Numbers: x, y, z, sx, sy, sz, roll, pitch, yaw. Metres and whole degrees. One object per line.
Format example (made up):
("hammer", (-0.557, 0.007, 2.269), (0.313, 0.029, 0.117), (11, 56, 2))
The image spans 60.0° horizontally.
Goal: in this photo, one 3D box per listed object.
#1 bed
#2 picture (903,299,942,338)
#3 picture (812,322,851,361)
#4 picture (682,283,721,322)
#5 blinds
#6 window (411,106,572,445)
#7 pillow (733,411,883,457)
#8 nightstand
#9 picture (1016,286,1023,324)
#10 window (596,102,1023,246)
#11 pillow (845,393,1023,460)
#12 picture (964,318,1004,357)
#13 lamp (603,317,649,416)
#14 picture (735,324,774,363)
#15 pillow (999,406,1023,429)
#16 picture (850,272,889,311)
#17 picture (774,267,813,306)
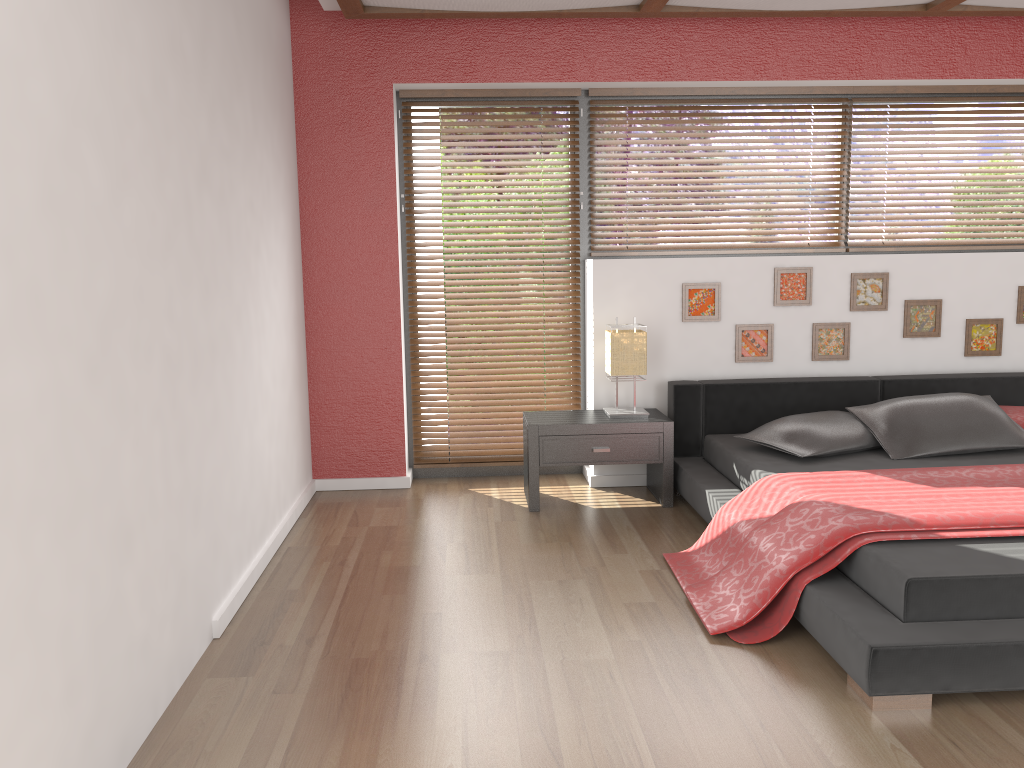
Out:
("bed", (1.813, 0.398, 3.515), (2.469, 0.577, 2.413), (-1, 8, -3))
("picture", (2.172, -0.346, 4.691), (0.200, 0.200, 0.010), (-1, 8, -3))
("picture", (1.685, -0.223, 4.682), (0.200, 0.200, 0.010), (-1, 8, -3))
("picture", (0.987, -0.426, 4.618), (0.200, 0.200, 0.010), (-1, 8, -3))
("blinds", (1.851, -0.584, 4.931), (4.840, 1.952, 0.032), (-1, 8, -3))
("window", (-0.099, -0.581, 4.898), (0.889, 1.893, 0.020), (-1, 8, -3))
("pillow", (1.460, 0.228, 4.146), (0.745, 0.172, 0.418), (-5, 9, -27))
("nightstand", (0.420, 0.372, 4.449), (0.700, 0.423, 0.413), (-1, 8, -3))
("picture", (2.785, -0.422, 4.713), (0.200, 0.200, 0.010), (-1, 8, -3))
("window", (1.841, -1.166, 4.920), (2.817, 0.786, 0.020), (-1, 8, -3))
("pillow", (1.976, 0.176, 4.078), (0.744, 0.241, 0.386), (-2, 8, -7))
("picture", (2.512, -0.248, 4.722), (0.200, 0.200, 0.010), (-1, 8, -3))
("lamp", (0.569, -0.094, 4.434), (0.200, 0.480, 0.200), (-1, 8, -3))
("picture", (1.275, -0.214, 4.662), (0.200, 0.200, 0.010), (-1, 8, -3))
("pillow", (2.368, 0.199, 4.243), (0.745, 0.172, 0.418), (1, 8, 16))
("picture", (1.877, -0.483, 4.657), (0.200, 0.200, 0.010), (-1, 8, -3))
("picture", (1.469, -0.509, 4.632), (0.200, 0.200, 0.010), (-1, 8, -3))
